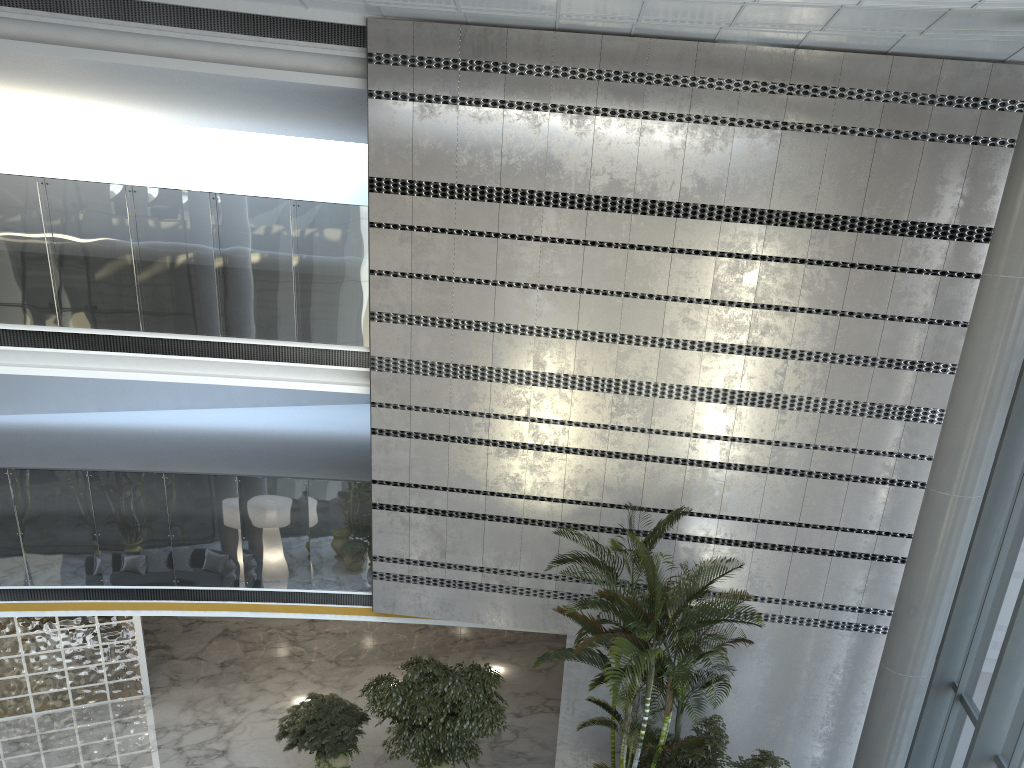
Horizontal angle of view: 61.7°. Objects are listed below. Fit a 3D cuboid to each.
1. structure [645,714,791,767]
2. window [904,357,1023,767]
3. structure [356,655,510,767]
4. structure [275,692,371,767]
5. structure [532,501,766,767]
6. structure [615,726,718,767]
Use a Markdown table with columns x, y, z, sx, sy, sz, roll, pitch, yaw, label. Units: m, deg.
| x | y | z | sx | sy | sz | roll | pitch | yaw | label |
| --- | --- | --- | --- | --- | --- | --- | --- | --- | --- |
| 2.263 | 5.031 | 9.587 | 1.872 | 2.517 | 1.690 | 2 | 18 | -7 | structure |
| -3.337 | 0.954 | 5.820 | 17.950 | 11.055 | 12.937 | 9 | 16 | 20 | window |
| -1.013 | 4.605 | 11.493 | 1.894 | 2.167 | 1.596 | 17 | 22 | 36 | structure |
| -2.524 | 4.802 | 11.659 | 1.130 | 1.457 | 1.137 | 10 | 18 | 19 | structure |
| 1.374 | 3.662 | 9.641 | 2.393 | 5.104 | 2.350 | 8 | 20 | 13 | structure |
| 1.963 | 5.173 | 11.054 | 1.124 | 1.695 | 1.285 | -11 | 23 | -38 | structure |
